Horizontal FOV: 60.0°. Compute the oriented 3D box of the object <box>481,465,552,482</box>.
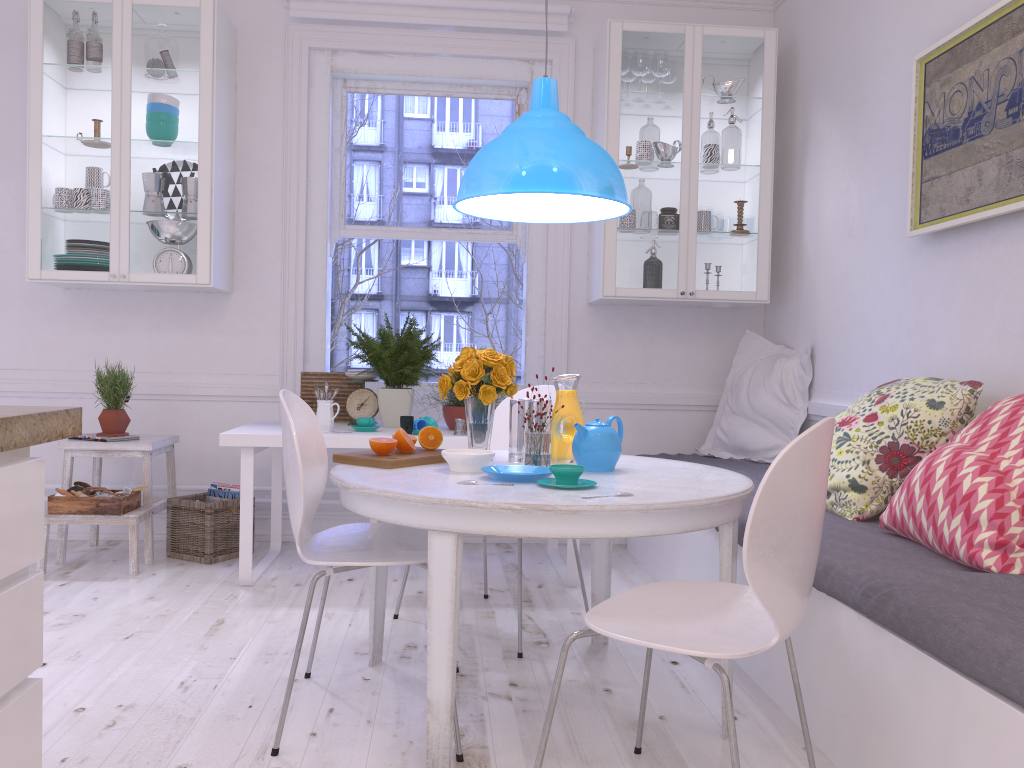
[{"bbox_3d":[0.017,0.231,2.278,0.196,0.023,0.196,1,2,-17],"label":"object"}]

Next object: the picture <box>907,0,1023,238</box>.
[{"bbox_3d":[1.442,-0.814,2.626,0.020,0.629,0.971,1,2,-4],"label":"picture"}]

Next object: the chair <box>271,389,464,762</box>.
[{"bbox_3d":[-0.365,0.441,2.322,0.483,0.845,0.604,1,2,-4],"label":"chair"}]

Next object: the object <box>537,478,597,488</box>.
[{"bbox_3d":[0.134,0.243,2.160,0.147,0.011,0.147,1,2,-2],"label":"object"}]

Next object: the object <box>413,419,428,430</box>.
[{"bbox_3d":[-0.379,0.170,3.637,0.069,0.058,0.080,0,2,-32],"label":"object"}]

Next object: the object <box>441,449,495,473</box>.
[{"bbox_3d":[-0.120,0.210,2.418,0.147,0.052,0.147,3,2,38],"label":"object"}]

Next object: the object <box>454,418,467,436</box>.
[{"bbox_3d":[-0.207,0.177,3.655,0.066,0.067,0.052,1,2,-4],"label":"object"}]

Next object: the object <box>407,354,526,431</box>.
[{"bbox_3d":[-0.171,0.038,3.934,0.668,0.367,0.531,2,2,20],"label":"object"}]

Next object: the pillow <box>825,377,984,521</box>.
[{"bbox_3d":[1.200,0.197,2.855,0.509,0.447,0.592,1,2,0],"label":"pillow"}]

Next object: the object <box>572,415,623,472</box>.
[{"bbox_3d":[0.244,0.166,2.497,0.156,0.151,0.150,1,2,-1],"label":"object"}]

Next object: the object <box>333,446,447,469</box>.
[{"bbox_3d":[-0.321,0.214,2.606,0.224,0.024,0.347,2,2,35],"label":"object"}]

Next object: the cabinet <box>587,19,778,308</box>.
[{"bbox_3d":[0.831,-1.057,4.391,0.823,1.311,0.425,1,2,-4],"label":"cabinet"}]

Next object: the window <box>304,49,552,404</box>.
[{"bbox_3d":[-0.437,-0.789,4.639,1.234,1.782,0.181,1,2,-4],"label":"window"}]

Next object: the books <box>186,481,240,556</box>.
[{"bbox_3d":[-1.378,0.622,4.096,0.221,0.306,0.205,2,2,29],"label":"books"}]

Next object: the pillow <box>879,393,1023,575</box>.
[{"bbox_3d":[1.250,0.221,2.173,0.491,0.424,0.587,1,2,-2],"label":"pillow"}]

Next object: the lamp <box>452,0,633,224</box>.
[{"bbox_3d":[0.119,-1.524,2.781,0.568,1.948,0.568,2,2,30],"label":"lamp"}]

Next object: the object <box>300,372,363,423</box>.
[{"bbox_3d":[-0.852,0.063,4.201,0.294,0.237,0.028,1,2,-4],"label":"object"}]

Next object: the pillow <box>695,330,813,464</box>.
[{"bbox_3d":[1.201,0.054,4.288,0.374,0.642,0.677,0,2,-34],"label":"pillow"}]

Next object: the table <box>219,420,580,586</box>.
[{"bbox_3d":[-0.426,0.509,3.901,1.514,0.619,0.736,1,2,-4],"label":"table"}]

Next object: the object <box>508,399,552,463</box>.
[{"bbox_3d":[0.055,0.140,2.674,0.101,0.186,0.122,2,2,25],"label":"object"}]

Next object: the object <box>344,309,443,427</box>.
[{"bbox_3d":[-0.532,-0.070,3.999,0.438,0.527,0.368,1,2,-4],"label":"object"}]

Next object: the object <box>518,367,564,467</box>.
[{"bbox_3d":[0.082,0.096,2.455,0.128,0.287,0.128,1,2,-3],"label":"object"}]

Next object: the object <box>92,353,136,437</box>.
[{"bbox_3d":[-1.774,0.047,3.970,0.196,0.367,0.186,3,2,40],"label":"object"}]

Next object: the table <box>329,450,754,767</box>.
[{"bbox_3d":[0.071,0.554,2.455,1.140,0.629,1.140,2,2,24],"label":"table"}]

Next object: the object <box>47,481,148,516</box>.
[{"bbox_3d":[-1.748,0.483,3.755,0.358,0.110,0.211,1,2,-2],"label":"object"}]

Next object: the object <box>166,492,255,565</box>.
[{"bbox_3d":[-1.386,0.656,4.086,0.276,0.270,0.276,2,2,29],"label":"object"}]

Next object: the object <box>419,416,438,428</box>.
[{"bbox_3d":[-0.344,0.164,3.652,0.069,0.059,0.082,1,2,-27],"label":"object"}]

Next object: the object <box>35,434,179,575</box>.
[{"bbox_3d":[-1.780,0.517,3.961,0.418,0.534,0.599,1,2,-4],"label":"object"}]

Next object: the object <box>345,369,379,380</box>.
[{"bbox_3d":[-0.691,-0.043,4.114,0.163,0.047,0.164,0,2,-45],"label":"object"}]

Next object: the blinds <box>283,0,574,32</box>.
[{"bbox_3d":[-0.407,-1.852,4.423,1.451,0.131,0.136,1,2,-4],"label":"blinds"}]

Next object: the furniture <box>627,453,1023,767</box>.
[{"bbox_3d":[1.042,0.628,2.823,0.769,0.508,3.296,1,2,-5],"label":"furniture"}]

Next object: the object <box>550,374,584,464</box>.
[{"bbox_3d":[0.164,0.103,2.656,0.094,0.267,0.116,2,2,22],"label":"object"}]

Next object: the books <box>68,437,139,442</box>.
[{"bbox_3d":[-1.832,0.242,3.981,0.246,0.011,0.180,2,2,25],"label":"books"}]

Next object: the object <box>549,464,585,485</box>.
[{"bbox_3d":[0.134,0.222,2.160,0.088,0.043,0.088,1,2,3],"label":"object"}]

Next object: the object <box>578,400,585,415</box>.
[{"bbox_3d":[0.252,0.136,4.001,0.127,0.152,0.115,1,2,-22],"label":"object"}]

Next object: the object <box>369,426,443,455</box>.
[{"bbox_3d":[-0.331,0.164,2.628,0.129,0.075,0.285,2,2,32],"label":"object"}]

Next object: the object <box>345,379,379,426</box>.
[{"bbox_3d":[-0.689,0.084,4.108,0.159,0.208,0.185,1,2,-4],"label":"object"}]

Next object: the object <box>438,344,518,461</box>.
[{"bbox_3d":[-0.095,0.054,2.668,0.234,0.351,0.235,0,2,-40],"label":"object"}]

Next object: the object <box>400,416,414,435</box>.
[{"bbox_3d":[-0.427,0.169,3.573,0.055,0.077,0.070,2,2,21],"label":"object"}]

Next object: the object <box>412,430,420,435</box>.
[{"bbox_3d":[-0.365,0.196,3.642,0.121,0.021,0.121,2,2,36],"label":"object"}]

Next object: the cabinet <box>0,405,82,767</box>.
[{"bbox_3d":[-0.970,0.467,0.809,0.654,0.842,1.167,1,2,-4],"label":"cabinet"}]

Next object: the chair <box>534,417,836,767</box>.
[{"bbox_3d":[0.362,0.473,1.742,0.483,0.845,0.604,2,2,30],"label":"chair"}]

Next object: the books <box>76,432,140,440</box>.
[{"bbox_3d":[-1.831,0.233,3.981,0.246,0.007,0.180,2,2,25],"label":"books"}]

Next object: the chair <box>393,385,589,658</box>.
[{"bbox_3d":[-0.033,0.426,3.142,0.604,0.845,0.483,3,2,41],"label":"chair"}]

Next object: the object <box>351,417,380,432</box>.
[{"bbox_3d":[-0.615,0.171,3.731,0.121,0.055,0.121,2,2,36],"label":"object"}]

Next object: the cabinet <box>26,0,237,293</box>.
[{"bbox_3d":[-1.780,-1.114,4.185,0.823,1.311,0.425,1,2,-4],"label":"cabinet"}]
